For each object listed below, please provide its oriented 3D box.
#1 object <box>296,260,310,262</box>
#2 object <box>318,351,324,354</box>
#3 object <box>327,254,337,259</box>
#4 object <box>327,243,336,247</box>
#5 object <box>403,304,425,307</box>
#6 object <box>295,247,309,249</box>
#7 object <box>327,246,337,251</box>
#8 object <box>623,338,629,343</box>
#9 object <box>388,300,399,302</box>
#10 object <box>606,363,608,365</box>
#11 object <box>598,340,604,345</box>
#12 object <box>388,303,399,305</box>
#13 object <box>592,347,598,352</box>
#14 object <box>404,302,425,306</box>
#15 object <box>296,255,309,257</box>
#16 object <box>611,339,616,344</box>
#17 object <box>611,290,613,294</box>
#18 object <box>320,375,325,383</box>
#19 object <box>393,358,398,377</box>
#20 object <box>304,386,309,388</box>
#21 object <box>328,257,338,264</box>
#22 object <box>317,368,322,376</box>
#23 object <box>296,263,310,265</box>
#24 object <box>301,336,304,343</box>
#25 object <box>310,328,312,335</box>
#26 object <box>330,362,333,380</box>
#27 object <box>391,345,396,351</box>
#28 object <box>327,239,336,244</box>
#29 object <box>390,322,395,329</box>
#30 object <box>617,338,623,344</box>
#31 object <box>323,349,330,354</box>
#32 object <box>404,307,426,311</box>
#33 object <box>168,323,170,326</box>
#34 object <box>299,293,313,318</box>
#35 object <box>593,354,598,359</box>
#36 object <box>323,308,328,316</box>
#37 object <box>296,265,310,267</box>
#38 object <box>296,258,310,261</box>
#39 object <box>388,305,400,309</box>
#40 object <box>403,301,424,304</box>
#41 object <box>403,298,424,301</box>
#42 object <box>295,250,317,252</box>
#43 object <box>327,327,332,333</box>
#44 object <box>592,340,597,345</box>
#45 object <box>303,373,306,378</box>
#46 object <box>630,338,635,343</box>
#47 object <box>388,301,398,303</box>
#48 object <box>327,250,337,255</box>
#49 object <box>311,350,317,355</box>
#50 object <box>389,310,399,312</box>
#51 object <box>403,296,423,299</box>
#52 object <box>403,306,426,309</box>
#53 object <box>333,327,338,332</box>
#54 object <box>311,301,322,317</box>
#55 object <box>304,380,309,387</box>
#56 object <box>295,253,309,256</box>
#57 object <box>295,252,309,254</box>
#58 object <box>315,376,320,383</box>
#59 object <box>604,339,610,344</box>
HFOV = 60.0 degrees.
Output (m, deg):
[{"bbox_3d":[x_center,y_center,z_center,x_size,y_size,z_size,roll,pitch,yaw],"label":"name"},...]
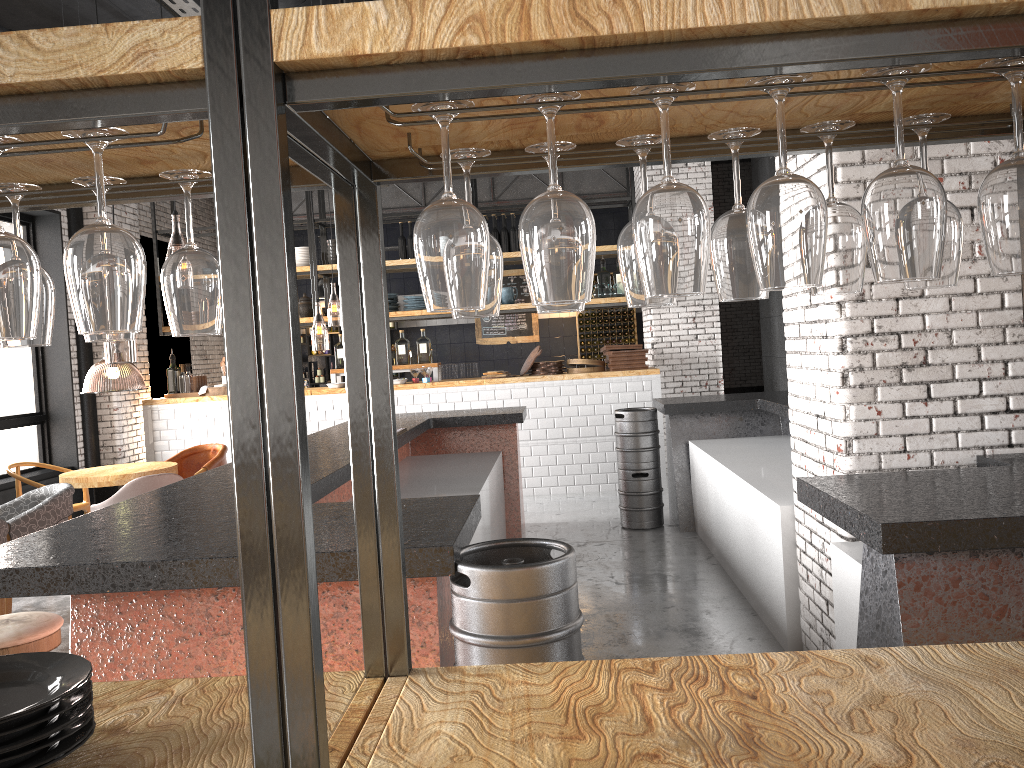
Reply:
[{"bbox_3d":[-2.516,-1.461,10.680,0.335,0.040,0.334,-5,3,-33],"label":"object"},{"bbox_3d":[-2.951,-0.513,13.710,0.089,0.108,0.106,-5,2,-37],"label":"object"},{"bbox_3d":[-2.117,-1.504,10.664,0.196,0.104,0.196,-5,2,-33],"label":"object"},{"bbox_3d":[-2.118,-1.638,10.658,0.196,0.107,0.197,-2,2,31],"label":"object"},{"bbox_3d":[-1.074,-0.935,10.617,0.453,0.050,0.454,-3,2,23],"label":"object"},{"bbox_3d":[-2.525,-1.612,10.678,0.335,0.039,0.334,-5,2,-23],"label":"object"},{"bbox_3d":[-2.120,-1.592,10.661,0.196,0.100,0.196,-5,2,-31],"label":"object"},{"bbox_3d":[1.722,-0.652,13.335,0.079,0.079,0.281,-4,2,3],"label":"object"},{"bbox_3d":[-1.528,-0.979,10.641,0.334,0.052,0.334,-2,3,41],"label":"object"},{"bbox_3d":[1.460,-0.321,13.356,0.079,0.079,0.281,-4,2,3],"label":"object"},{"bbox_3d":[1.348,-0.631,13.398,0.079,0.079,0.281,-4,2,3],"label":"object"},{"bbox_3d":[-1.524,-0.949,10.640,0.371,0.071,0.373,-3,2,15],"label":"object"},{"bbox_3d":[1.260,-0.521,13.401,0.079,0.079,0.281,-4,2,3],"label":"object"},{"bbox_3d":[-1.079,-0.960,10.615,0.453,0.062,0.454,-6,3,-43],"label":"object"},{"bbox_3d":[-2.520,-1.515,10.679,0.334,0.039,0.335,-3,2,11],"label":"object"},{"bbox_3d":[1.536,-0.643,13.384,0.079,0.079,0.281,-4,2,3],"label":"object"},{"bbox_3d":[1.488,-1.375,13.332,0.079,0.079,0.284,-4,2,3],"label":"object"},{"bbox_3d":[-2.927,-0.078,13.706,0.076,0.111,0.076,-3,1,8],"label":"object"},{"bbox_3d":[-1.803,-0.254,13.662,0.079,0.280,0.079,-3,1,7],"label":"object"},{"bbox_3d":[-3.183,0.083,13.738,0.092,0.112,0.100,-4,2,-11],"label":"object"},{"bbox_3d":[-2.112,-1.460,10.665,0.196,0.102,0.196,-3,2,15],"label":"object"},{"bbox_3d":[-2.976,-0.186,13.708,0.076,0.111,0.076,-4,1,-2],"label":"object"},{"bbox_3d":[-2.513,-1.422,10.682,0.335,0.046,0.334,-4,2,-16],"label":"object"},{"bbox_3d":[-3.262,-0.686,13.709,0.076,0.111,0.076,-4,1,-2],"label":"object"},{"bbox_3d":[-3.082,-0.833,13.695,0.079,0.156,0.079,-3,2,33],"label":"object"},{"bbox_3d":[-2.777,-0.195,13.711,0.079,0.280,0.079,-3,1,12],"label":"object"},{"bbox_3d":[-1.822,-0.559,13.651,0.089,0.108,0.106,-5,2,-37],"label":"object"},{"bbox_3d":[-2.129,-1.682,10.661,0.196,0.105,0.197,-3,2,24],"label":"object"},{"bbox_3d":[-1.851,-0.993,13.647,0.079,0.280,0.079,-4,1,-3],"label":"object"},{"bbox_3d":[1.629,-0.648,13.363,0.079,0.079,0.281,-4,2,3],"label":"object"},{"bbox_3d":[-2.860,-0.519,13.706,0.092,0.108,0.105,-3,2,14],"label":"object"},{"bbox_3d":[-1.072,-0.887,10.619,0.454,0.033,0.454,-4,2,-15],"label":"object"},{"bbox_3d":[-4.025,-0.712,10.651,0.157,0.053,0.168,-3,2,3],"label":"object"},{"bbox_3d":[-2.476,-0.939,10.628,0.196,0.305,0.196,-2,2,41],"label":"object"},{"bbox_3d":[1.266,-0.415,13.387,0.079,0.079,0.281,-4,2,3],"label":"object"},{"bbox_3d":[-2.193,-0.843,10.457,0.072,0.097,0.072,-3,2,26],"label":"object"},{"bbox_3d":[-2.512,-1.402,10.681,0.334,0.033,0.335,-2,3,41],"label":"object"},{"bbox_3d":[-2.517,-1.480,10.680,0.335,0.039,0.334,-5,3,-31],"label":"object"},{"bbox_3d":[-1.526,-0.897,10.644,0.373,0.067,0.372,-4,2,-16],"label":"object"},{"bbox_3d":[-1.077,-0.984,10.615,0.454,0.065,0.452,-5,3,-34],"label":"object"},{"bbox_3d":[-1.080,-1.006,10.615,0.454,0.048,0.454,-2,3,30],"label":"object"},{"bbox_3d":[-2.523,-1.574,10.679,0.335,0.044,0.334,-5,2,-26],"label":"object"},{"bbox_3d":[-2.827,-0.934,13.699,0.079,0.280,0.079,-3,1,7],"label":"object"},{"bbox_3d":[1.253,-0.625,13.383,0.079,0.079,0.281,-4,2,3],"label":"object"},{"bbox_3d":[-3.231,-0.133,13.717,0.070,0.083,0.071,-3,2,28],"label":"object"},{"bbox_3d":[1.817,-0.659,13.353,0.079,0.079,0.281,-4,2,3],"label":"object"},{"bbox_3d":[-1.529,-0.965,10.640,0.334,0.039,0.335,-3,2,3],"label":"object"},{"bbox_3d":[-2.118,-1.549,10.663,0.196,0.102,0.197,-2,2,32],"label":"object"},{"bbox_3d":[-3.057,-0.509,13.714,0.092,0.112,0.100,-4,2,-11],"label":"object"},{"bbox_3d":[-1.522,-0.861,10.642,0.335,0.033,0.335,-5,3,-28],"label":"object"},{"bbox_3d":[-1.079,-1.030,10.615,0.452,0.062,0.454,-3,2,18],"label":"object"},{"bbox_3d":[-1.075,-0.911,10.618,0.454,0.042,0.454,-5,2,-22],"label":"object"},{"bbox_3d":[-2.734,-0.940,13.694,0.079,0.280,0.079,-4,1,-18],"label":"object"},{"bbox_3d":[-2.431,-0.902,10.828,0.203,0.213,0.203,-2,2,41],"label":"object"},{"bbox_3d":[-3.191,-0.012,13.747,0.090,0.101,0.111,-5,2,-31],"label":"object"},{"bbox_3d":[-2.521,-1.535,10.678,0.334,0.043,0.335,-4,2,-13],"label":"object"},{"bbox_3d":[-2.522,-1.554,10.679,0.335,0.041,0.334,-5,3,-28],"label":"object"},{"bbox_3d":[-3.009,-0.073,13.709,0.076,0.111,0.076,-4,2,-22],"label":"object"},{"bbox_3d":[1.441,-0.636,13.373,0.079,0.079,0.281,-4,2,3],"label":"object"}]
